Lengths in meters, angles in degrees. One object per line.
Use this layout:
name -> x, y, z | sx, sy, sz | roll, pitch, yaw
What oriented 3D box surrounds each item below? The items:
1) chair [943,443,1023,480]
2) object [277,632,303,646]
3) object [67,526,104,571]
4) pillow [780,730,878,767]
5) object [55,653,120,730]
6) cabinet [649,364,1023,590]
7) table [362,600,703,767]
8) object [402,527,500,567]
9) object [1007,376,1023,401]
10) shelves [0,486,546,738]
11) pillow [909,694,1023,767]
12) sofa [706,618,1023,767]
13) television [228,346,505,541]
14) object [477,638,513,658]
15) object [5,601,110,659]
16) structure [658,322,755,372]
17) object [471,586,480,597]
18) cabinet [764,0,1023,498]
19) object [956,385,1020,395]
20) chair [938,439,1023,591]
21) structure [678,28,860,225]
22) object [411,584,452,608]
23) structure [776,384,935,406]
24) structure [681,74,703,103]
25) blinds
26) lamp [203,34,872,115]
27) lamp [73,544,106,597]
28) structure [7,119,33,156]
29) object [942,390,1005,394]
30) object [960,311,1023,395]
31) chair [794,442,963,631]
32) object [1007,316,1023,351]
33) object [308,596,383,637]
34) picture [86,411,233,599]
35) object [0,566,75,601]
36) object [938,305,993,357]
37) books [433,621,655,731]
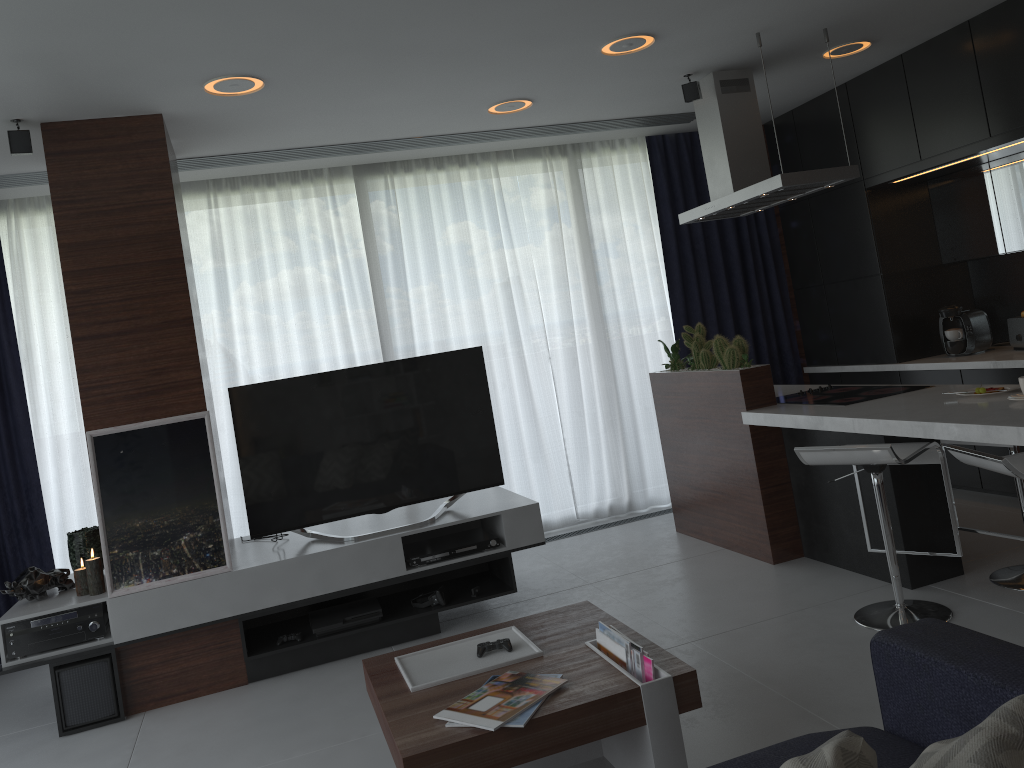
chair -> 1.730, 0.522, 2.782 | 0.464, 0.711, 0.395 | -9, -1, 1
object -> -0.989, 1.130, 3.936 | 0.112, 0.036, 0.070 | -10, 2, -4
object -> -2.055, 0.815, 4.282 | 0.169, 0.230, 0.167 | -9, -1, -40
pillow -> 0.355, 0.708, 1.189 | 0.278, 0.352, 0.420 | -10, 0, 27
object -> -1.781, 1.274, 3.747 | 0.214, 0.252, 0.253 | -9, 0, -17
cabinet -> 1.586, -0.440, 3.889 | 0.789, 2.556, 3.320 | -9, 1, -16
table -> 0.028, 0.994, 2.614 | 0.803, 0.353, 0.802 | -10, 2, -17
object -> -0.308, 0.788, 4.268 | 0.432, 0.053, 0.334 | -10, 3, -17
object -> 1.917, 0.015, 3.246 | 0.183, 0.087, 0.180 | -11, 2, -40
shelves -> -1.063, 1.018, 4.302 | 2.358, 0.500, 0.869 | -10, 2, -17
pillow -> 0.617, 0.667, 1.298 | 0.328, 0.295, 0.418 | -9, 1, 36
sofa -> -0.337, 0.975, 1.581 | 2.884, 0.609, 1.891 | -10, 2, -17
television -> -0.675, 0.302, 4.268 | 1.235, 0.788, 0.296 | -10, -2, -17
object -> -0.056, 0.813, 2.740 | 0.112, 0.036, 0.070 | -10, 2, -4
object -> -1.942, 1.032, 3.829 | 0.371, 0.150, 0.367 | -10, 2, -17
structure -> 1.031, -0.201, 4.877 | 0.223, 0.286, 0.997 | -9, 2, -14
object -> -0.170, 0.980, 4.164 | 0.044, 0.043, 0.043 | -10, 0, -16
cabinet -> 2.838, -0.693, 4.821 | 0.708, 2.557, 3.463 | -9, 1, -16
object -> 1.930, 0.032, 3.580 | 0.240, 0.019, 0.237 | -12, 4, -44
chair -> 2.095, 0.407, 3.578 | 0.466, 0.742, 0.393 | -9, -1, -21
structure -> 1.279, -1.344, 4.759 | 0.448, 0.761, 1.039 | -9, 1, -16
object -> -0.390, 1.000, 4.158 | 0.183, 0.079, 0.117 | -9, 1, 13
structure -> 1.614, 0.064, 4.373 | 0.506, 0.057, 0.760 | -10, 3, -17
structure -> 0.976, -1.603, 4.805 | 0.084, 0.142, 0.115 | -10, -1, 23
blinds -> 0.062, -0.226, 2.391 | 5.816, 2.777, 7.112 | -10, 2, -13
lamp -> 2.668, -1.857, 3.466 | 9.645, 0.084, 5.310 | -11, 3, -31
lamp -> -1.846, 0.809, 3.848 | 0.152, 0.211, 0.078 | -10, -2, 31
structure -> -2.096, -1.042, 3.762 | 0.085, 0.142, 0.113 | -9, -1, -27
object -> 1.879, 0.030, 3.586 | 0.247, 0.008, 0.026 | -7, 3, 42
object -> 2.408, -0.187, 4.256 | 0.139, 0.222, 1.891 | -10, 2, 38
chair -> 1.415, 0.545, 3.397 | 0.467, 0.711, 0.393 | -9, -1, -44
object -> 2.923, -0.289, 4.959 | 0.176, 0.195, 0.260 | -9, 1, 4
object -> -0.775, 1.071, 4.094 | 0.315, 0.067, 0.312 | -10, 3, -17
picture -> -1.510, 0.506, 3.793 | 0.502, 0.702, 0.053 | -9, -2, -17
object -> -2.104, 0.880, 3.921 | 0.136, 0.150, 0.313 | -9, 1, 31
object -> 2.717, -0.331, 5.330 | 0.271, 0.313, 0.213 | -9, -1, -32
books -> 3.083, 0.297, 4.758 | 8.293, 0.373, 0.402 | -12, 2, -38
